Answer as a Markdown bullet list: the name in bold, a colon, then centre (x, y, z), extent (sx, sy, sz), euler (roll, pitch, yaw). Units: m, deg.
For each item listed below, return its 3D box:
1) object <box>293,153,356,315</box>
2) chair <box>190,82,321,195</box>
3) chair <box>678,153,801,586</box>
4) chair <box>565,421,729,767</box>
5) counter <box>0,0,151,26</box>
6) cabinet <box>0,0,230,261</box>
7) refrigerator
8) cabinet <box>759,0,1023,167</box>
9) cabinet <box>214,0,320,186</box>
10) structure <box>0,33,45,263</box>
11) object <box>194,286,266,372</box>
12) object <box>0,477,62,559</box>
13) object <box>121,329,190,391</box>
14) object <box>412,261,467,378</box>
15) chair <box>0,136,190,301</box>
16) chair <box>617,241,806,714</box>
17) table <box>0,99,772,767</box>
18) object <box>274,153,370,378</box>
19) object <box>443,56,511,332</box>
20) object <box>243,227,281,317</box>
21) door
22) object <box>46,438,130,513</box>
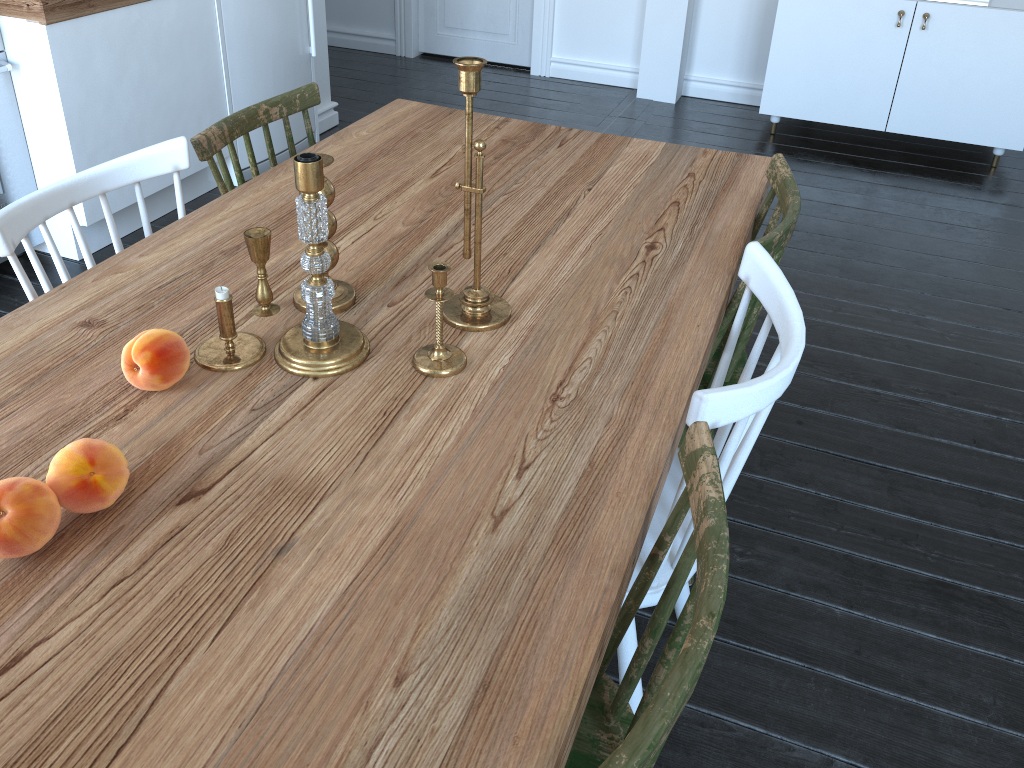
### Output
- **object**: centre (-0.302, -0.237, 1.386), extent (0.103, 0.235, 0.103), euler (28, 39, 37)
- **chair**: centre (-0.405, -0.232, 2.098), extent (0.489, 0.786, 0.489), euler (12, 32, 16)
- **chair**: centre (0.288, -0.054, 1.871), extent (0.489, 0.786, 0.489), euler (12, 32, 16)
- **chair**: centre (-0.047, 0.464, 1.061), extent (0.489, 0.786, 0.489), euler (12, 32, 16)
- **counter**: centre (-2.065, -0.799, 2.112), extent (0.852, 0.070, 3.241), euler (13, 35, 16)
- **cabinet**: centre (-2.133, -0.460, 2.341), extent (0.738, 0.774, 3.309), euler (17, 36, 23)
- **refrigerator**: centre (-1.268, -1.800, 3.587), extent (0.686, 1.711, 0.602), euler (13, 32, 17)
- **cabinet**: centre (1.903, -1.556, 4.344), extent (1.209, 0.699, 0.616), euler (14, 33, 17)
- **cabinet**: centre (-1.962, -1.262, 2.228), extent (0.787, 2.252, 3.953), euler (15, 34, 19)
- **structure**: centre (-1.988, -0.757, 2.627), extent (0.727, 0.968, 0.732), euler (13, 33, 17)
- **object**: centre (-0.413, -0.091, 1.272), extent (0.102, 0.108, 0.108), euler (6, 32, 5)
- **object**: centre (-0.525, 0.141, 0.933), extent (0.084, 0.085, 0.092), euler (8, 32, 9)
- **object**: centre (-0.488, -0.034, 1.210), extent (0.086, 0.080, 0.092), euler (21, 36, 27)
- **object**: centre (-0.103, -0.097, 1.257), extent (0.081, 0.152, 0.084), euler (-10, 33, -20)
- **chair**: centre (-0.599, 0.016, 1.693), extent (0.513, 0.800, 0.487), euler (13, 32, 17)
- **chair**: centre (0.148, 0.202, 1.458), extent (0.513, 0.800, 0.487), euler (13, 32, 17)
- **table**: centre (-0.257, 0.216, 1.518), extent (1.025, 0.681, 2.328), euler (13, 34, 16)
- **object**: centre (-0.276, -0.175, 1.239), extent (0.141, 0.295, 0.146), euler (-12, 34, -24)
- **object**: centre (-0.050, -0.280, 1.328), extent (0.114, 0.390, 0.119), euler (-7, 31, -15)
- **object**: centre (-0.392, -0.174, 1.378), extent (0.050, 0.132, 0.051), euler (13, 32, 17)
- **door**: centre (-0.192, -3.027, 4.945), extent (1.050, 2.351, 0.121), euler (14, 32, 18)
- **object**: centre (-0.479, 0.104, 0.996), extent (0.085, 0.084, 0.093), euler (-24, 40, -36)
